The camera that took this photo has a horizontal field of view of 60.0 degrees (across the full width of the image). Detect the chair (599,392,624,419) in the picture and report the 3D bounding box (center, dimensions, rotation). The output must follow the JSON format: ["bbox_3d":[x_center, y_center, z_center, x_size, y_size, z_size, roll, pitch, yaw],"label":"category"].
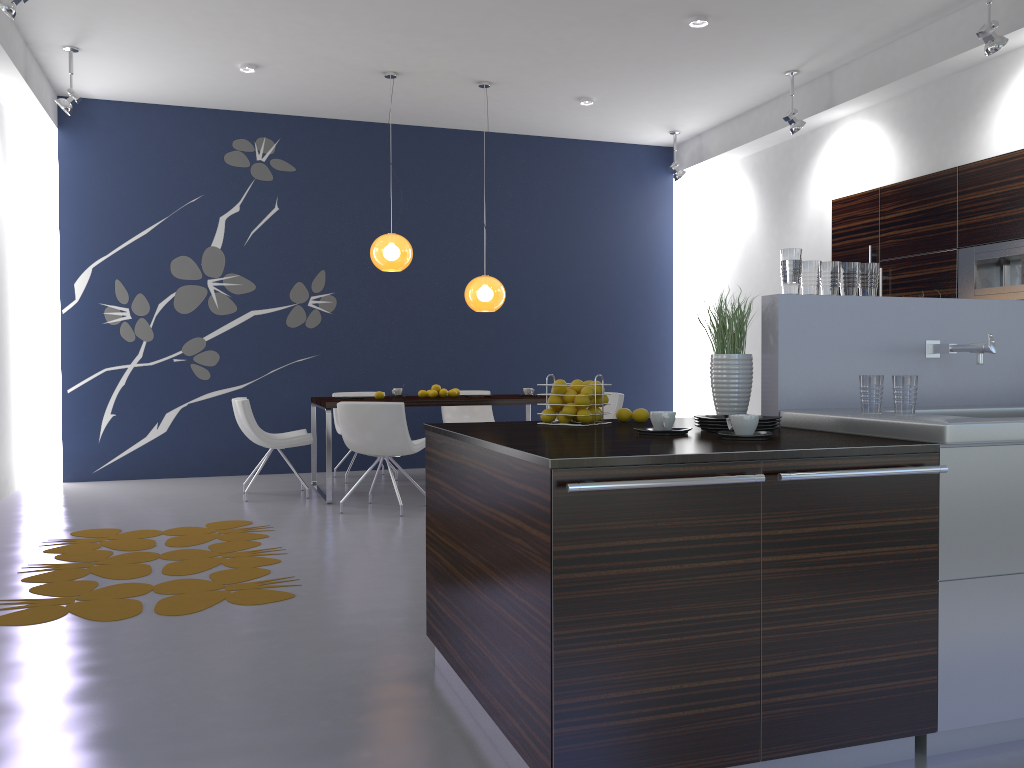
[{"bbox_3d":[0.687,0.482,8.099,0.620,0.805,0.508,-1,1,-23],"label":"chair"}]

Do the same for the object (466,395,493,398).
[{"bbox_3d":[-0.287,0.107,7.637,0.232,0.020,0.232,0,1,10],"label":"object"}]

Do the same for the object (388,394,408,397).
[{"bbox_3d":[-1.015,0.104,7.882,0.154,0.020,0.154,0,1,26],"label":"object"}]

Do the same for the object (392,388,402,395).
[{"bbox_3d":[-1.016,0.073,7.871,0.081,0.064,0.101,0,1,6],"label":"object"}]

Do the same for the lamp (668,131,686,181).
[{"bbox_3d":[1.739,-2.391,9.337,0.185,0.511,0.150,-1,1,-18],"label":"lamp"}]

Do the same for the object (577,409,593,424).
[{"bbox_3d":[0.250,0.111,3.056,0.053,0.053,0.061,0,1,26],"label":"object"}]

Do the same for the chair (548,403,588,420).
[{"bbox_3d":[0.294,0.510,6.902,0.620,0.805,0.508,1,2,42],"label":"chair"}]

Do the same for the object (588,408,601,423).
[{"bbox_3d":[0.280,0.111,3.108,0.061,0.053,0.053,0,1,24],"label":"object"}]

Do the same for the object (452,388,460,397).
[{"bbox_3d":[-0.495,0.076,7.698,0.079,0.077,0.094,-1,2,-45],"label":"object"}]

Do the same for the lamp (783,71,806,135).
[{"bbox_3d":[2.371,-2.351,7.439,0.185,0.511,0.150,-1,1,-18],"label":"lamp"}]

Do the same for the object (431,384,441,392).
[{"bbox_3d":[-0.646,0.038,7.568,0.083,0.068,0.070,-1,1,-15],"label":"object"}]

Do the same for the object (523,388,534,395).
[{"bbox_3d":[0.151,0.069,7.912,0.101,0.064,0.081,0,1,7],"label":"object"}]

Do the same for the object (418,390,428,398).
[{"bbox_3d":[-0.757,0.085,7.537,0.083,0.068,0.070,-1,1,-15],"label":"object"}]

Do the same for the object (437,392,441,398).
[{"bbox_3d":[-0.619,0.081,7.628,0.081,0.071,0.069,-1,2,-41],"label":"object"}]

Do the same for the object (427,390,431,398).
[{"bbox_3d":[-0.697,0.083,7.602,0.083,0.068,0.070,1,2,40],"label":"object"}]

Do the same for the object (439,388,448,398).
[{"bbox_3d":[-0.584,0.078,7.552,0.076,0.080,0.094,-1,1,-17],"label":"object"}]

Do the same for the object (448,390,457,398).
[{"bbox_3d":[-0.511,0.082,7.614,0.083,0.068,0.070,-1,1,-15],"label":"object"}]

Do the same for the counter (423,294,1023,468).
[{"bbox_3d":[1.449,0.343,3.096,3.291,1.300,1.302,-1,1,-18],"label":"counter"}]

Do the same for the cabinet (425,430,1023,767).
[{"bbox_3d":[1.448,0.567,3.112,3.285,0.852,1.377,-1,1,-18],"label":"cabinet"}]

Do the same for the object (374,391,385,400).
[{"bbox_3d":[-1.077,0.093,7.209,0.083,0.068,0.070,-1,1,-15],"label":"object"}]

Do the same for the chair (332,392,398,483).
[{"bbox_3d":[-1.382,0.484,8.313,0.508,0.805,0.620,-1,1,-23],"label":"chair"}]

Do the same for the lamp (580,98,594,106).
[{"bbox_3d":[0.690,-2.601,8.168,0.132,0.035,0.132,1,1,29],"label":"lamp"}]

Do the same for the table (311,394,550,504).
[{"bbox_3d":[-0.621,0.508,7.610,2.046,0.783,1.127,-1,1,-18],"label":"table"}]

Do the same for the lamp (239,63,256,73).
[{"bbox_3d":[-2.157,-2.571,7.221,0.132,0.035,0.132,-1,1,-18],"label":"lamp"}]

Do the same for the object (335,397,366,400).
[{"bbox_3d":[-1.332,0.117,7.324,0.232,0.020,0.232,0,1,10],"label":"object"}]

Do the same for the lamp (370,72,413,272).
[{"bbox_3d":[-1.014,-1.773,7.435,0.358,1.645,0.359,0,1,-8],"label":"lamp"}]

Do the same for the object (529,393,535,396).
[{"bbox_3d":[0.196,0.094,7.814,0.032,0.028,0.155,-1,2,-37],"label":"object"}]

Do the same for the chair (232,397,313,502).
[{"bbox_3d":[-1.953,0.510,7.220,0.620,0.805,0.508,-1,1,-18],"label":"chair"}]

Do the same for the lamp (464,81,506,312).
[{"bbox_3d":[-0.237,-1.617,7.699,0.359,1.974,0.358,0,1,-13],"label":"lamp"}]

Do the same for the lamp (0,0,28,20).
[{"bbox_3d":[-2.780,-2.280,4.912,0.185,0.511,0.150,-1,1,-18],"label":"lamp"}]

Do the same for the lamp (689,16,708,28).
[{"bbox_3d":[1.321,-2.561,6.270,0.132,0.035,0.132,0,1,25],"label":"lamp"}]

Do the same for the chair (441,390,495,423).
[{"bbox_3d":[-0.395,0.473,8.642,0.508,0.805,0.620,-1,1,-18],"label":"chair"}]

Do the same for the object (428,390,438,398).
[{"bbox_3d":[-0.669,0.085,7.521,0.083,0.068,0.070,1,2,40],"label":"object"}]

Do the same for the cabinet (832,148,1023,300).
[{"bbox_3d":[3.647,-0.332,6.192,0.669,2.500,3.600,-1,1,-18],"label":"cabinet"}]

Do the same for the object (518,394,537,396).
[{"bbox_3d":[0.141,0.100,7.914,0.154,0.020,0.154,0,1,28],"label":"object"}]

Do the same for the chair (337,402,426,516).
[{"bbox_3d":[-0.943,0.522,6.501,0.508,0.805,0.620,0,1,17],"label":"chair"}]

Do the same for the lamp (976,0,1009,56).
[{"bbox_3d":[2.800,-2.312,5.596,0.605,0.511,0.171,0,1,14],"label":"lamp"}]

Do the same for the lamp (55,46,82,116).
[{"bbox_3d":[-3.411,-2.320,6.809,0.185,0.511,0.150,-1,1,-18],"label":"lamp"}]
